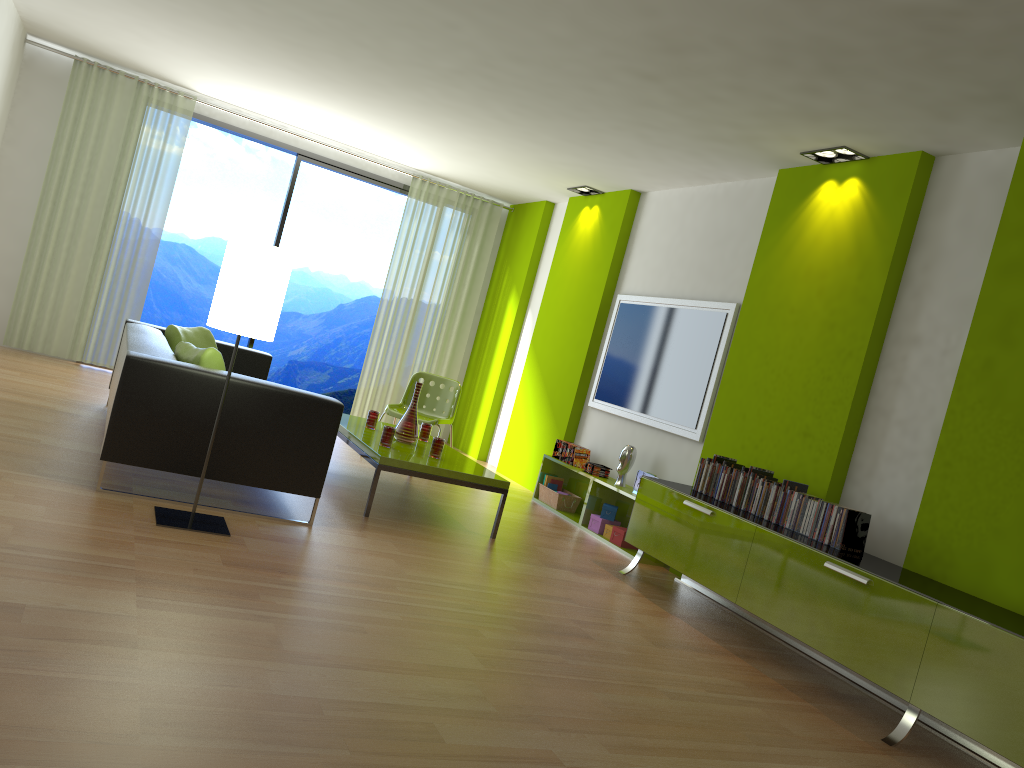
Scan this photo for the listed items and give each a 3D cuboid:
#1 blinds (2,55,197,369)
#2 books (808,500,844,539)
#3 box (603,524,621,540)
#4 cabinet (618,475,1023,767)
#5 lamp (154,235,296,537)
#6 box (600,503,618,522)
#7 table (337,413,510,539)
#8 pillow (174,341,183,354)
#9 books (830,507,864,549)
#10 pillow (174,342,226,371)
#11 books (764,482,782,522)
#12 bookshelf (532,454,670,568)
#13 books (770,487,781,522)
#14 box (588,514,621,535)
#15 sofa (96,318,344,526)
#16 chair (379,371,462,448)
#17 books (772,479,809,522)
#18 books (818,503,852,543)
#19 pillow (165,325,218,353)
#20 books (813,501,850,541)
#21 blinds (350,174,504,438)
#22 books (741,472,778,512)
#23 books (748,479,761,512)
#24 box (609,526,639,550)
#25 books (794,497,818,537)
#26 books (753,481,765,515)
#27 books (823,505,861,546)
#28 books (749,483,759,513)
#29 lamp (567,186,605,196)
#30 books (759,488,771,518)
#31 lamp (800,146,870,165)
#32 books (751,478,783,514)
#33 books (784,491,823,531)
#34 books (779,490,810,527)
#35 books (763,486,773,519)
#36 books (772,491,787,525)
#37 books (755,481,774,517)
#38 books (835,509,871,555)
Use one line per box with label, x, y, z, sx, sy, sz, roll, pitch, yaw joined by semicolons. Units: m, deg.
blinds;-3.624;-1.465;7.838;1.012;2.568;0.067;14;2;-25
books;1.532;0.675;4.320;0.154;0.200;0.031;14;2;-25
box;0.723;1.041;6.162;0.169;0.093;0.102;14;2;-30
cabinet;1.567;1.100;3.845;0.547;0.593;3.384;14;2;-25
lamp;-1.233;0.001;3.839;0.302;1.244;0.295;14;2;-25
box;0.689;0.909;6.287;0.102;0.093;0.138;15;2;10
table;-0.742;0.544;5.798;0.810;0.349;1.682;14;2;-25
pillow;-1.754;-0.048;4.853;0.164;0.317;0.380;14;2;-41
books;1.589;0.692;4.192;0.154;0.202;0.048;14;2;-25
pillow;-1.582;-0.008;4.500;0.210;0.403;0.457;14;2;-39
books;1.408;0.629;4.615;0.170;0.209;0.036;14;2;-25
bookshelf;0.667;0.886;6.454;0.306;0.378;1.630;14;2;-25
books;1.421;0.640;4.594;0.159;0.196;0.016;14;2;-25
box;0.654;1.007;6.295;0.202;0.116;0.135;14;2;-30
sofa;-1.816;0.122;5.287;1.061;0.639;2.583;14;2;-25
chair;-0.754;0.291;7.168;0.640;0.759;0.546;15;2;14
books;1.433;0.621;4.577;0.161;0.239;0.020;14;2;-25
books;1.559;0.683;4.260;0.154;0.200;0.031;14;2;-25
pillow;-2.189;-0.216;6.033;0.269;0.362;0.399;16;2;24
books;1.545;0.679;4.292;0.154;0.200;0.031;14;2;-25
blinds;-0.876;-0.764;9.137;1.012;2.568;0.067;14;2;-25
books;1.339;0.600;4.806;0.172;0.217;0.031;14;2;-25
books;1.356;0.618;4.785;0.151;0.193;0.025;14;2;-25
box;0.776;1.048;6.013;0.202;0.116;0.135;14;2;-30
books;1.501;0.672;4.386;0.131;0.185;0.112;14;2;-25
books;1.367;0.625;4.715;0.161;0.191;0.021;14;2;-25
books;1.573;0.688;4.228;0.154;0.200;0.031;14;2;-25
books;1.357;0.630;4.763;0.163;0.173;0.017;14;2;-25
lamp;0.656;-1.742;7.736;0.192;0.131;0.352;14;2;-25
books;1.384;0.643;4.670;0.161;0.166;0.020;14;2;-25
lamp;1.839;-1.352;5.022;0.192;0.131;0.352;14;2;-25
books;1.369;0.617;4.743;0.163;0.204;0.025;14;2;-25
books;1.467;0.655;4.468;0.140;0.197;0.069;14;2;-25
books;1.451;0.650;4.524;0.161;0.196;0.038;14;2;-25
books;1.401;0.638;4.649;0.150;0.186;0.030;14;2;-25
books;1.428;0.652;4.551;0.178;0.177;0.030;14;2;-25
books;1.378;0.626;4.692;0.161;0.196;0.030;14;2;-25
books;1.601;0.697;4.163;0.154;0.202;0.048;14;2;-25
